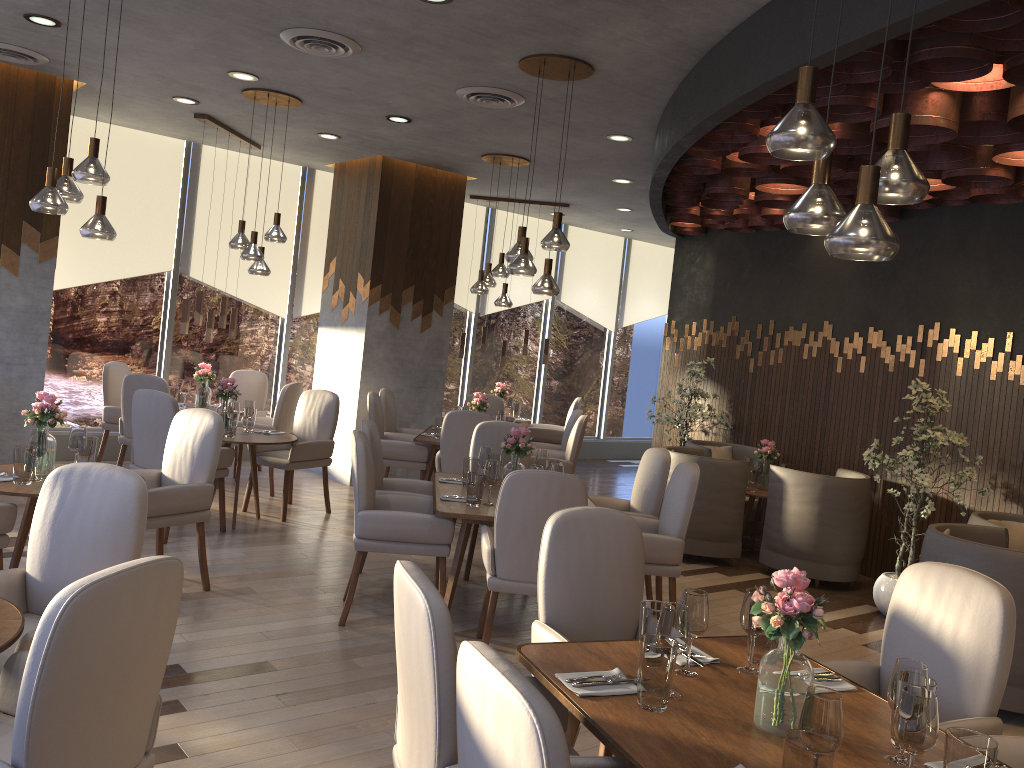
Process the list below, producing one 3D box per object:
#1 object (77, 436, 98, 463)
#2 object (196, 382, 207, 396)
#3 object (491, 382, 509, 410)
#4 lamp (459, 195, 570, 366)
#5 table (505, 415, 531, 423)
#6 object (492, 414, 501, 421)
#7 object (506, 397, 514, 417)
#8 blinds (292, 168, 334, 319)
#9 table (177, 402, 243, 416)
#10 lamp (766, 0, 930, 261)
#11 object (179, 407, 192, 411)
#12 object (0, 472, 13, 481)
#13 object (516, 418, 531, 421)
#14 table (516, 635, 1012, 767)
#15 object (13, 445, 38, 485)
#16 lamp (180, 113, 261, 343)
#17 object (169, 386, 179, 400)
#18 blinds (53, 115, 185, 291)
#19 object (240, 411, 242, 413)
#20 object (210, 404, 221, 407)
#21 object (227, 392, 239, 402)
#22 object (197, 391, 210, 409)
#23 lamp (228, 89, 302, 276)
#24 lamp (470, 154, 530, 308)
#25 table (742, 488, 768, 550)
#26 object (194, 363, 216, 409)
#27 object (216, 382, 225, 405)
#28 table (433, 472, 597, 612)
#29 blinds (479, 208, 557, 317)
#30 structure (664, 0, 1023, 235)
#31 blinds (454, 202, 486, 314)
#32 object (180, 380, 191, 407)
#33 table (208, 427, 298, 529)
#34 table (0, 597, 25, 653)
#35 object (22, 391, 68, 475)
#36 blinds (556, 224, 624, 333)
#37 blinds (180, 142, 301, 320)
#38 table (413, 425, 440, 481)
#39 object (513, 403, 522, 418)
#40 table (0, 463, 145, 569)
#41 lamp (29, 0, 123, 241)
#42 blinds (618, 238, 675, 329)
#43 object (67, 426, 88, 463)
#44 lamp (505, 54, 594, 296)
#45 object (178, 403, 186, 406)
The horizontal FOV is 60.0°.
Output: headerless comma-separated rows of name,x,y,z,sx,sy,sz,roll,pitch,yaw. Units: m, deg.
object,-2.235,0.367,4.651,0.102,0.178,0.102,6,2,-18
object,-2.789,0.109,7.945,0.092,0.244,0.092,7,1,25
object,-0.143,0.187,10.240,0.210,0.415,0.197,7,2,29
lamp,-0.011,-1.171,10.304,1.161,1.930,0.118,6,1,6
table,-0.222,0.713,10.376,0.835,0.662,0.833,8,3,42
object,-0.147,0.392,7.798,0.092,0.244,0.092,5,2,-43
object,-0.030,0.276,10.402,0.092,0.244,0.092,7,2,42
blinds,-1.793,-2.013,9.991,1.172,2.679,0.007,5,1,-39
table,-2.865,0.549,8.098,0.833,0.662,0.835,5,2,-19
lamp,0.892,-0.971,2.246,0.439,1.325,0.439,6,1,0
object,-2.907,0.216,7.819,0.157,0.019,0.255,6,3,5
object,-2.471,0.443,4.235,0.158,0.019,0.255,8,3,34
object,0.095,0.407,10.312,0.255,0.019,0.157,6,3,0
table,0.645,1.212,2.272,0.963,0.665,1.310,5,3,-22
object,-2.304,0.383,4.185,0.102,0.178,0.102,6,1,0
lamp,-2.660,-1.337,8.058,0.118,1.930,1.161,6,2,6
object,-3.059,0.111,7.987,0.102,0.178,0.102,6,1,0
blinds,-3.729,-2.127,8.428,1.172,2.679,0.007,5,1,-39
object,-2.565,0.242,8.028,0.255,0.019,0.157,6,3,8
object,-2.769,0.203,8.364,0.157,0.019,0.255,7,3,12
object,-2.584,0.151,8.191,0.102,0.178,0.102,5,2,-36
object,-2.736,0.152,7.852,0.102,0.178,0.102,7,2,32
lamp,-1.863,-1.484,6.637,0.439,1.325,0.440,5,1,-32
lamp,-0.126,-1.370,8.019,0.440,1.325,0.439,7,1,36
table,2.067,1.156,7.395,0.835,0.561,0.833,8,3,44
object,-2.822,0.011,8.115,0.210,0.415,0.198,5,2,-26
object,-2.676,0.111,8.137,0.092,0.244,0.092,6,1,10
table,-0.017,0.993,5.231,0.964,0.665,1.309,6,3,-6
blinds,0.184,-2.156,11.560,1.172,2.679,0.007,5,1,-39
structure,2.526,-1.446,4.474,2.753,0.556,9.467,6,3,-9
blinds,-0.782,-2.241,10.778,1.172,2.679,0.007,5,1,-39
object,-2.965,0.085,8.046,0.092,0.244,0.092,7,1,29
table,-2.067,0.706,6.666,0.835,0.662,0.833,7,2,25
table,-1.758,0.960,2.278,0.833,0.662,0.835,4,3,-40
object,-2.367,0.243,4.482,0.210,0.415,0.197,7,1,24
blinds,1.153,-2.093,12.343,1.172,2.679,0.007,5,1,-39
blinds,-2.762,-2.057,9.210,1.172,2.679,0.007,5,1,-39
table,-0.362,0.815,8.034,0.965,0.665,1.308,6,2,2
object,0.054,0.315,10.469,0.102,0.178,0.102,7,2,36
table,-2.307,0.794,4.411,0.834,0.662,0.834,6,2,11
lamp,-2.105,-1.395,4.370,0.439,1.325,0.440,5,2,-37
blinds,2.128,-2.096,13.124,1.172,2.679,0.007,5,1,-39
object,-2.229,0.340,4.541,0.092,0.244,0.092,6,1,16
lamp,0.189,-1.194,5.192,0.439,1.325,0.440,5,1,-34
object,-3.107,0.178,8.150,0.255,0.019,0.157,6,3,4
